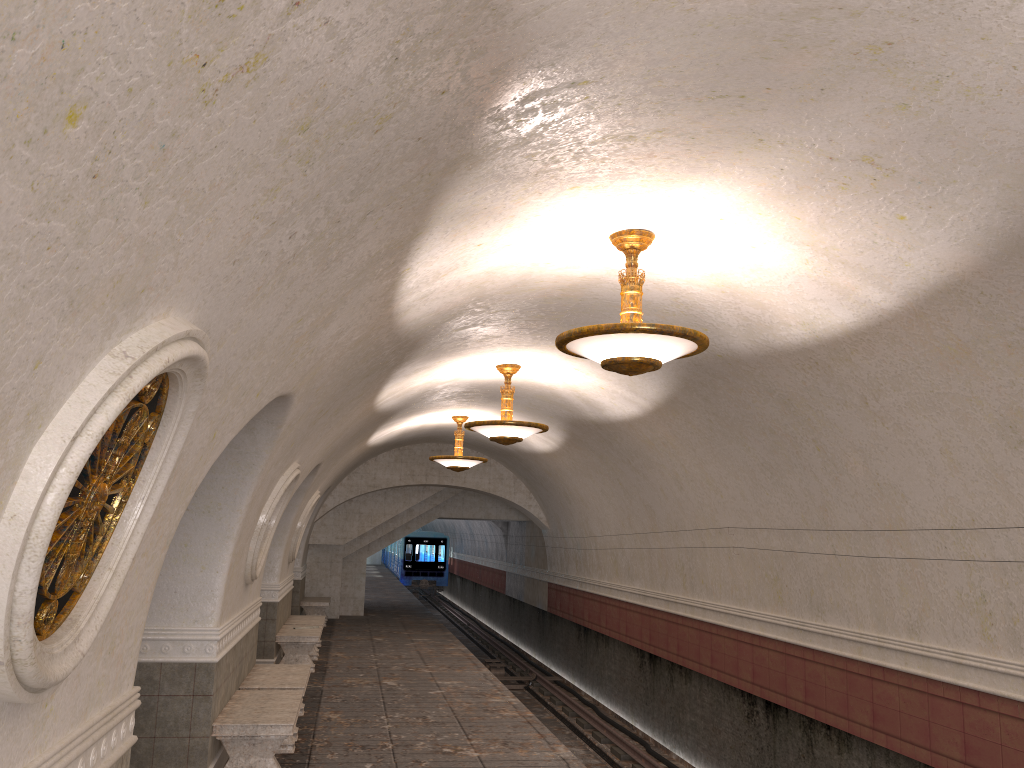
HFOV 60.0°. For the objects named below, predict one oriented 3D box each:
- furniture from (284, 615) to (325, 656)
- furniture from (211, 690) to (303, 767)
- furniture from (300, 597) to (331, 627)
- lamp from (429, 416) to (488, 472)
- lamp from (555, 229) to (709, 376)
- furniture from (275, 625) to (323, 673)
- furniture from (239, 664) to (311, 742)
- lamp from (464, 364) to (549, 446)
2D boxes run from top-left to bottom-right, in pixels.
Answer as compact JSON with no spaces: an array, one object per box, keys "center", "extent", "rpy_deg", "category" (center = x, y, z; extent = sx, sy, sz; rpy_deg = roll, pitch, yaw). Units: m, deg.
[{"center":[-3.491,4.231,14.945],"extent":[0.613,0.508,1.509],"rpy_deg":[3,-10,-10],"category":"furniture"},{"center":[-2.137,2.993,7.524],"extent":[0.613,0.508,1.509],"rpy_deg":[3,-10,-10],"category":"furniture"},{"center":[-4.309,4.980,19.431],"extent":[0.613,0.508,1.509],"rpy_deg":[3,-10,-10],"category":"furniture"},{"center":[-0.914,1.043,15.284],"extent":[1.008,0.955,1.008],"rpy_deg":[-5,-12,35],"category":"lamp"},{"center":[0.797,-0.522,5.908],"extent":[1.008,0.955,1.008],"rpy_deg":[1,-10,6],"category":"lamp"},{"center":[-3.193,3.959,13.312],"extent":[0.613,0.508,1.509],"rpy_deg":[3,-10,-10],"category":"furniture"},{"center":[-2.435,3.265,9.157],"extent":[0.613,0.508,1.509],"rpy_deg":[3,-10,-10],"category":"furniture"},{"center":[-0.058,0.260,10.595],"extent":[1.008,0.955,1.008],"rpy_deg":[1,-10,6],"category":"lamp"}]
